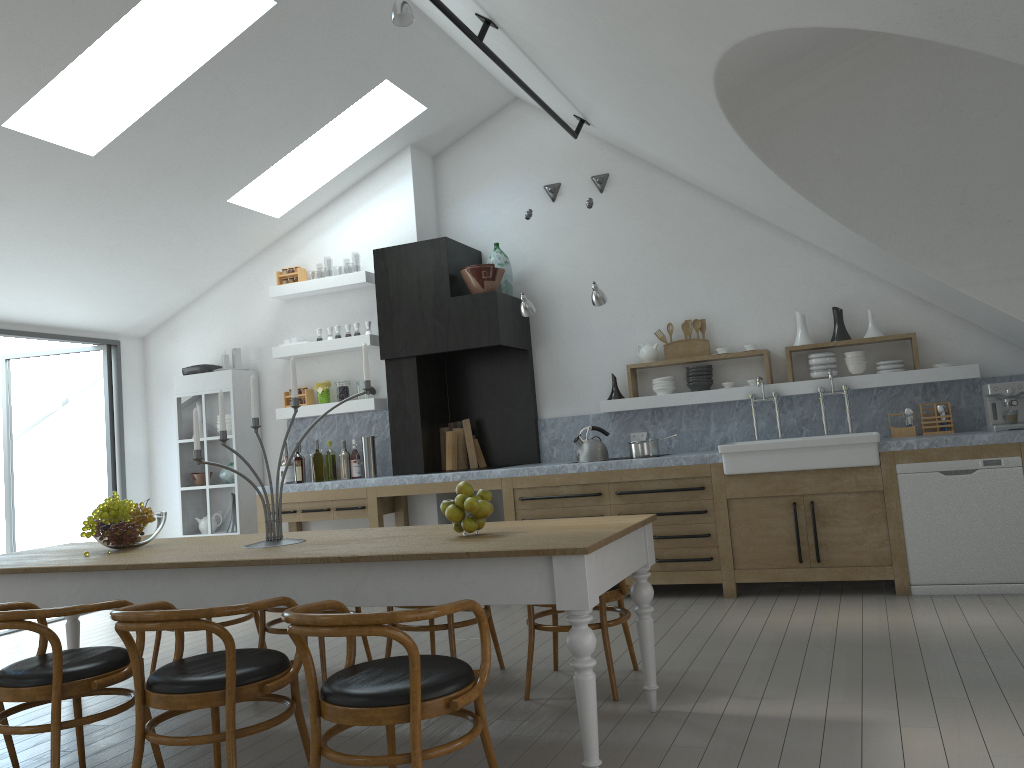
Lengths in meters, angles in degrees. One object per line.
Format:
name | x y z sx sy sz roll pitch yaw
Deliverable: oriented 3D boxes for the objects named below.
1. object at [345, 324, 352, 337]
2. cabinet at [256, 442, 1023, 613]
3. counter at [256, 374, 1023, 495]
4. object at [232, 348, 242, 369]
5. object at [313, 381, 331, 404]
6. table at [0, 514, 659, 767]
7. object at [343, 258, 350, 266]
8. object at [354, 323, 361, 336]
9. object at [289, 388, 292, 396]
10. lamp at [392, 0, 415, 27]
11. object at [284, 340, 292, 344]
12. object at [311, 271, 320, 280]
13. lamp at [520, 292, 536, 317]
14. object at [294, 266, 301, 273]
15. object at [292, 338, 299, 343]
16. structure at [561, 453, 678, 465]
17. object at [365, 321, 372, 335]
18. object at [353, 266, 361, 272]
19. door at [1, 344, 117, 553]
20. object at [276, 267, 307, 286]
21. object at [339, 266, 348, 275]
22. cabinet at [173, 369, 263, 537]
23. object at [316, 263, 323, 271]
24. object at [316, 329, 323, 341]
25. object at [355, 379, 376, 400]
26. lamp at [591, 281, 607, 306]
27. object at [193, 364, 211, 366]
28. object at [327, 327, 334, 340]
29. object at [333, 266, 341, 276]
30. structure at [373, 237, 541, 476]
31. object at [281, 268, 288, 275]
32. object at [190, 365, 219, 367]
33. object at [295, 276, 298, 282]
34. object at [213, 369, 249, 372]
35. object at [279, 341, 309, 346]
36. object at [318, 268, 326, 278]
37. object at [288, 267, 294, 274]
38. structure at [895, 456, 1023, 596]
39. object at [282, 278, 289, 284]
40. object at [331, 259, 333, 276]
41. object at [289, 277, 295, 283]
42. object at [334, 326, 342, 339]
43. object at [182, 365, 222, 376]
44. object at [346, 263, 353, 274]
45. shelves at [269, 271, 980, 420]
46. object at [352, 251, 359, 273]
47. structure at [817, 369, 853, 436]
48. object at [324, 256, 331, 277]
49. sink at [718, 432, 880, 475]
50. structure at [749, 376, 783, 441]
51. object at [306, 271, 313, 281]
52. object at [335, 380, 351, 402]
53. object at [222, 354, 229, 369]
object | -1.404 -0.450 7.597 0.067 0.124 0.063 -6 -5 15
cabinet | 1.052 1.119 6.609 6.420 1.025 1.002 -6 -5 21
counter | 1.061 0.297 6.682 6.567 0.621 0.960 -6 -5 21
object | -2.476 -0.215 7.972 0.072 0.211 0.071 1 -8 -45
object | -1.631 0.077 7.653 0.163 0.200 0.128 -6 -5 16
table | -1.086 1.105 3.880 3.345 0.801 1.017 -6 -5 21
object | -1.433 -1.003 7.702 0.048 0.170 0.048 -8 -6 29
object | -1.321 -0.459 7.555 0.067 0.124 0.063 -6 -5 15
object | -1.933 0.075 7.792 0.058 0.075 0.058 -10 -7 44
lamp | -0.551 -1.902 4.453 0.114 0.175 0.112 -3 -5 -16
object | -1.971 -0.357 7.823 0.058 0.061 0.057 -7 -5 21
object | -1.704 -0.936 7.735 0.077 0.085 0.077 -1 -6 -36
lamp | 0.100 -0.594 6.708 0.115 0.179 0.164 -9 -6 40
object | -1.898 -1.007 7.847 0.058 0.075 0.058 -10 -7 44
object | -1.904 -0.370 7.795 0.054 0.071 0.054 -7 -5 20
structure | 0.821 0.583 6.684 0.736 0.041 0.646 -6 -4 21
object | -1.217 -0.471 7.515 0.067 0.124 0.063 -6 -5 15
object | -1.361 -0.973 7.668 0.093 0.094 0.094 -1 -6 -36
door | -4.151 0.853 8.142 1.051 2.353 0.080 -5 -6 6
object | -1.954 -0.938 7.864 0.237 0.146 0.120 -6 -5 21
object | -1.447 -0.964 7.635 0.077 0.085 0.077 -1 -6 -36
cabinet | -2.591 0.900 7.893 0.641 1.995 0.360 -7 -6 21
object | -1.690 -0.975 7.802 0.048 0.170 0.048 -8 -6 29
object | -1.673 -0.420 7.703 0.067 0.124 0.063 -6 -5 15
object | -1.245 0.044 7.506 0.103 0.178 0.207 -10 -7 43
lamp | 0.633 -0.656 6.497 0.112 0.177 0.168 -6 -5 14
object | -2.797 -0.109 8.038 0.170 0.120 0.170 -6 -5 21
object | -1.570 -0.431 7.663 0.067 0.124 0.063 -6 -5 15
object | -1.512 -0.965 7.693 0.082 0.105 0.081 -4 -5 -10
structure | -0.463 -0.227 7.416 1.074 1.890 0.779 -7 -6 21
object | -2.022 -0.993 7.896 0.058 0.075 0.058 -10 -7 44
object | -2.796 -0.099 8.037 0.238 0.120 0.238 -6 -4 21
object | -1.891 -0.921 7.839 0.058 0.075 0.058 -10 -7 44
object | -2.507 -0.117 7.927 0.295 0.025 0.150 -1 -5 -44
object | -1.901 -0.343 7.792 0.294 0.025 0.113 -6 -4 21
object | -1.643 -0.951 7.681 0.071 0.099 0.071 -3 -5 -14
object | -1.960 -1.000 7.872 0.058 0.075 0.058 -10 -7 44
structure | 2.895 0.890 5.720 0.723 0.825 0.598 -7 -5 21
object | -2.015 -0.908 7.887 0.058 0.075 0.058 -10 -7 44
object | -1.581 -0.995 7.708 0.054 0.179 0.054 -5 -5 -2
object | -1.953 -0.914 7.863 0.058 0.075 0.058 -10 -7 44
object | -1.496 -0.441 7.618 0.067 0.124 0.063 -6 -5 15
object | -2.796 -0.090 8.036 0.298 0.120 0.298 -6 -4 21
object | -1.386 -0.980 7.581 0.071 0.099 0.071 -3 -5 -14
shelves | 0.605 -0.443 7.148 5.545 1.366 0.479 -6 -5 16
object | -1.330 -1.031 7.545 0.063 0.187 0.063 -4 -5 -10
structure | 2.336 0.157 6.307 0.214 0.531 0.332 -5 -5 2
object | -1.587 -1.003 7.645 0.063 0.187 0.063 -4 -5 -10
sink | 1.997 0.477 6.118 1.019 0.202 0.726 -6 -4 21
structure | 1.883 0.206 6.483 0.214 0.531 0.332 -5 -5 2
object | -1.769 -0.937 7.793 0.082 0.105 0.081 -4 -5 -10
object | -1.445 0.063 7.582 0.120 0.183 0.120 -8 -6 36
object | -2.553 -0.207 7.898 0.054 0.197 0.054 0 -7 -44
